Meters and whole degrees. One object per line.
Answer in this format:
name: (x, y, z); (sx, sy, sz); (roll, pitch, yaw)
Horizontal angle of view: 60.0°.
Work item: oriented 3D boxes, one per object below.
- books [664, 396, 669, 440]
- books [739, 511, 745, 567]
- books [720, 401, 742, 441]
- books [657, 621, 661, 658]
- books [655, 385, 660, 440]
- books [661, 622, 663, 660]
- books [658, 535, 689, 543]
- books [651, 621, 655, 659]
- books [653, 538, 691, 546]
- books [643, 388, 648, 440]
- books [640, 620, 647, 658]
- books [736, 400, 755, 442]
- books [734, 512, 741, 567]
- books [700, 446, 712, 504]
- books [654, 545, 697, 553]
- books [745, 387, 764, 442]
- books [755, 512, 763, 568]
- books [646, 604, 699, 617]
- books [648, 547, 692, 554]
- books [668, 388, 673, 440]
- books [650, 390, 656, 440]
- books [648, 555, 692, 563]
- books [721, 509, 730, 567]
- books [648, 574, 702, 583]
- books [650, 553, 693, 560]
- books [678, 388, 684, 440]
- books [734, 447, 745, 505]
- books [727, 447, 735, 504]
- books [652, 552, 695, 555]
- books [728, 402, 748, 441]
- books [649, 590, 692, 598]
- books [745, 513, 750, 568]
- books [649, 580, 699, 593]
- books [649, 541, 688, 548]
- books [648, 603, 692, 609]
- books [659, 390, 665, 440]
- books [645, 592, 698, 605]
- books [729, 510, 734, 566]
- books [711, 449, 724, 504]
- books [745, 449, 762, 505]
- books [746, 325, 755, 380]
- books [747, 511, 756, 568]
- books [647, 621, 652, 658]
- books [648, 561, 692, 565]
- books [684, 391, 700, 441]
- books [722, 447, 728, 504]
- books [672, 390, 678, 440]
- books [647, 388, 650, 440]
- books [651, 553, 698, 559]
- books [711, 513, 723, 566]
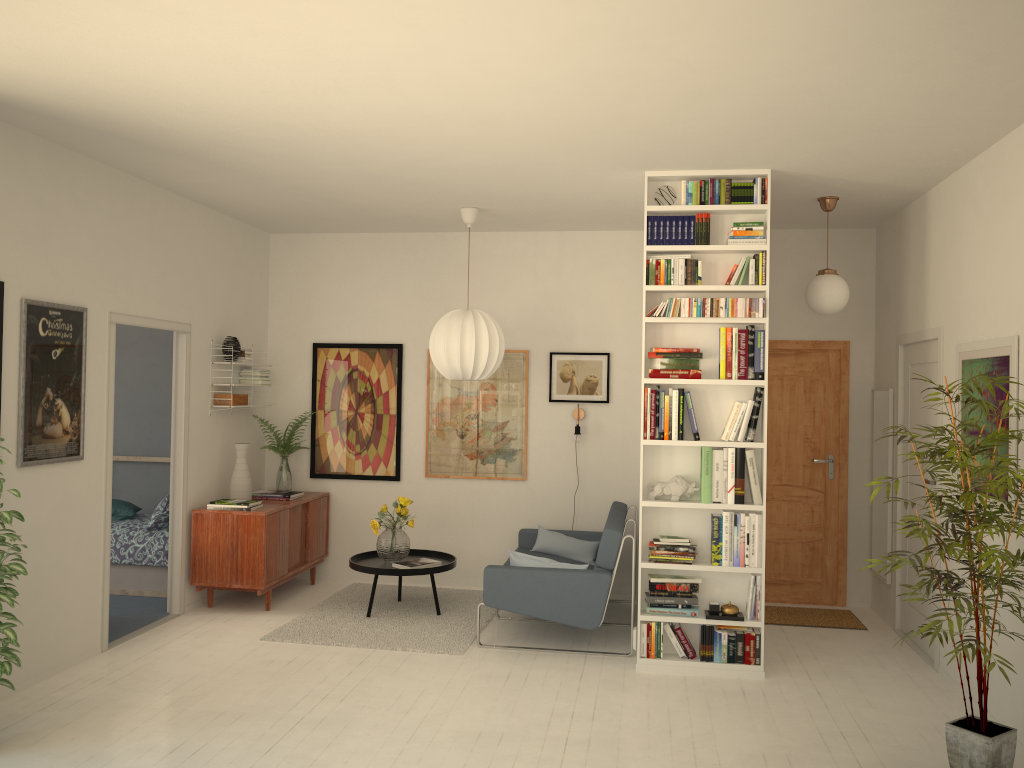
books: (0.910, 0.198, 5.231); (0.024, 0.260, 0.199); (1, -1, 9)
books: (1.334, 0.894, 5.172); (0.025, 0.305, 0.213); (1, -1, 9)
books: (1.274, 0.216, 5.161); (0.115, 0.232, 0.133); (1, -1, 9)
books: (0.866, 1.484, 5.229); (0.021, 0.215, 0.174); (1, -1, 9)
books: (0.860, 0.168, 5.248); (0.021, 0.317, 0.179); (1, -1, 9)
books: (0.879, 1.484, 5.212); (0.010, 0.215, 0.193); (1, -1, 9)
books: (0.946, 0.908, 5.202); (0.166, 0.019, 0.127); (1, 0, 2)
books: (0.831, 1.486, 5.220); (0.020, 0.211, 0.184); (1, -1, 9)
books: (0.938, 0.926, 5.224); (0.212, 0.017, 0.165); (1, 0, 6)
books: (0.794, 0.174, 5.271); (0.021, 0.301, 0.222); (1, -1, 9)
books: (0.776, 1.493, 5.236); (0.039, 0.199, 0.185); (1, -1, 9)
books: (1.357, 0.213, 5.179); (0.092, 0.244, 0.196); (1, -1, 9)
books: (1.300, 0.898, 5.145); (0.035, 0.304, 0.150); (1, -1, 9)
books: (1.136, 0.525, 5.200); (0.056, 0.328, 0.228); (1, -1, 9)
books: (0.966, 0.959, 5.218); (0.235, 0.025, 0.163); (1, 0, 15)
books: (1.408, 0.176, 5.164); (0.092, 0.319, 0.179); (1, -1, 9)
books: (1.425, 0.897, 5.164); (0.039, 0.303, 0.229); (1, -1, 9)
books: (0.951, 1.323, 5.227); (0.297, 0.038, 0.204); (1, 0, 14)
books: (0.925, 0.977, 5.202); (0.238, 0.012, 0.120); (1, 0, 4)
books: (0.935, 0.178, 5.245); (0.020, 0.304, 0.193); (1, -1, 9)
books: (0.834, 0.180, 5.252); (0.032, 0.291, 0.203); (1, -1, 9)
books: (0.925, 1.022, 5.204); (0.247, 0.014, 0.173); (1, 0, 8)
books: (1.243, 0.890, 5.192); (0.037, 0.312, 0.241); (1, -1, 9)
books: (0.954, 1.141, 5.230); (0.297, 0.024, 0.162); (1, 0, 0)
books: (0.938, 1.010, 5.211); (0.248, 0.009, 0.171); (1, 0, 12)
books: (0.991, 0.176, 5.214); (0.033, 0.306, 0.150); (1, -1, 9)
books: (1.319, 0.528, 5.175); (0.056, 0.327, 0.202); (1, -1, 9)
books: (1.273, 0.529, 5.187); (0.037, 0.324, 0.240); (1, -1, 9)
books: (0.943, 0.987, 5.218); (0.250, 0.008, 0.135); (1, 0, 5)
books: (1.310, 0.219, 5.163); (0.105, 0.225, 0.138); (1, -1, 9)
books: (0.929, 1.221, 5.216); (0.247, 0.039, 0.143); (1, 0, 6)
books: (1.356, 0.902, 5.154); (0.022, 0.291, 0.208); (1, -1, 9)
books: (0.948, 1.178, 5.216); (0.285, 0.047, 0.185); (1, 0, 9)
books: (0.923, 0.939, 5.218); (0.221, 0.010, 0.169); (1, 0, 12)
books: (0.927, 1.289, 5.231); (0.241, 0.024, 0.168); (1, 0, 4)
books: (0.885, 0.182, 5.242); (0.030, 0.289, 0.200); (1, -1, 9)
books: (0.934, 1.257, 5.215); (0.297, 0.039, 0.165); (1, 0, 4)
books: (1.275, 0.891, 5.190); (0.027, 0.311, 0.228); (1, -1, 9)
books: (1.196, 0.537, 5.194); (0.065, 0.311, 0.199); (1, -1, 9)
books: (1.398, 0.535, 5.169); (0.099, 0.316, 0.229); (1, -1, 9)
books: (1.386, -0.179, 5.174); (0.039, 0.317, 0.161); (1, -1, 9)
books: (1.385, 0.895, 5.140); (0.037, 0.308, 0.161); (1, -1, 9)
books: (0.808, 1.488, 5.228); (0.026, 0.206, 0.187); (1, -1, 9)
books: (0.930, 1.034, 5.206); (0.247, 0.009, 0.170); (1, 0, 12)
books: (1.056, 0.186, 5.216); (0.093, 0.288, 0.200); (1, -1, 9)
books: (1.243, 0.530, 5.205); (0.023, 0.321, 0.235); (1, -1, 9)
books: (0.959, 0.182, 5.227); (0.032, 0.291, 0.189); (1, -1, 9)
books: (0.811, 0.175, 5.263); (0.015, 0.301, 0.207); (1, -1, 9)
books: (0.966, 0.999, 5.233); (0.255, 0.014, 0.197); (1, 0, 18)
books: (1.194, 0.903, 5.188); (0.057, 0.284, 0.200); (1, -1, 9)
